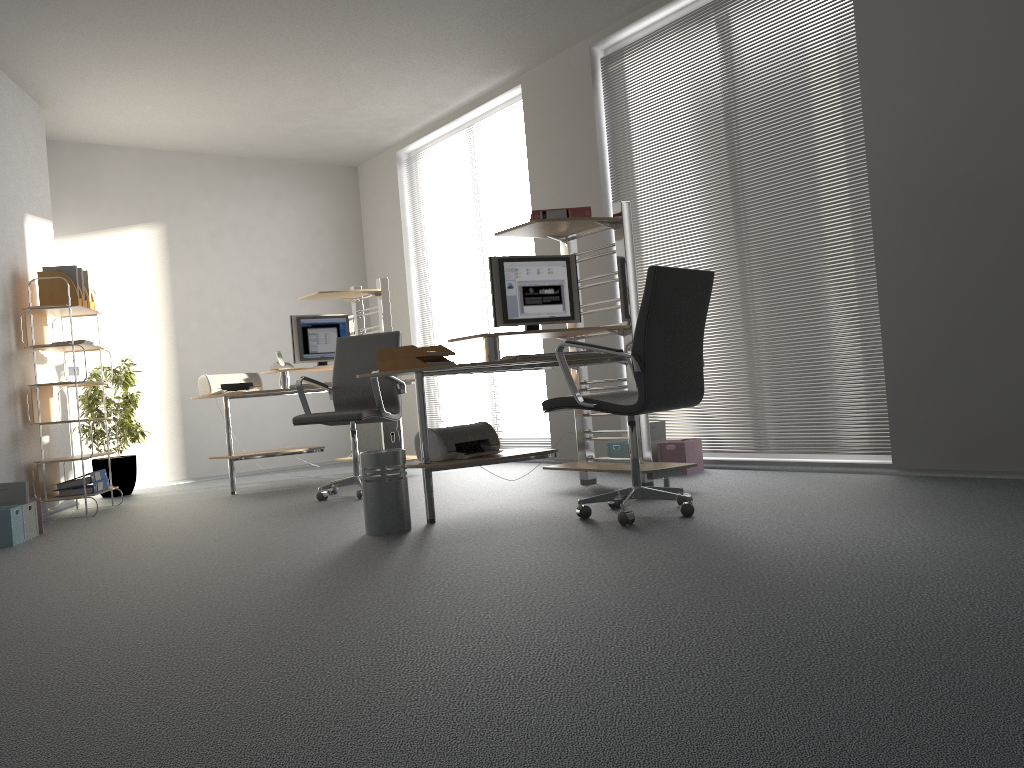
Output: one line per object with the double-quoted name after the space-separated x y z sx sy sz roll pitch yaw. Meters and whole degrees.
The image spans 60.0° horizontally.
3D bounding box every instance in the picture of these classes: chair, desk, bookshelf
-1.028 0.191 5.726 0.584 1.048 0.652 -5 0 20 "chair"
0.084 -0.165 4.465 1.469 1.566 0.967 -5 0 -36 "desk"
0.532 0.055 3.925 0.652 1.048 0.584 -5 0 40 "chair"
-2.987 0.098 6.032 0.381 1.572 0.724 -5 0 -9 "bookshelf"
-1.558 -0.020 6.722 1.469 1.566 0.967 -5 0 -36 "desk"

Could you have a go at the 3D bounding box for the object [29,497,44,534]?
-2.834 0.773 5.091 0.245 0.202 0.185 -5 0 -27 "object"

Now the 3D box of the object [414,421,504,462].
-0.212 0.279 4.399 0.351 0.162 0.438 -5 0 38 "object"

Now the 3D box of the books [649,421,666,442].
0.886 0.393 5.617 0.220 0.306 0.068 -5 0 -36 "books"

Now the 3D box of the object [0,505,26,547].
-2.740 0.764 4.690 0.245 0.202 0.185 -5 0 -9 "object"

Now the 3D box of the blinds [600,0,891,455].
1.311 -0.960 5.412 0.022 2.770 1.950 -5 0 -36 "blinds"

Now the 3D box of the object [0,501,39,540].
-2.770 0.767 4.873 0.245 0.202 0.185 -5 0 -9 "object"

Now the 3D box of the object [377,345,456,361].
-0.470 -0.156 4.365 0.309 0.060 0.225 -5 0 33 "object"

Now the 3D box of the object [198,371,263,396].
-2.071 -0.009 6.646 0.438 0.162 0.351 -5 0 -44 "object"

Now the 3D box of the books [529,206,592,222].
0.260 -0.910 4.906 0.320 0.072 0.262 -5 0 -4 "books"

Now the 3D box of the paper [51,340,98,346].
-3.019 -0.267 6.129 0.213 0.046 0.297 -5 0 -9 "paper"

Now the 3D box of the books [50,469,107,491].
-2.935 0.650 6.018 0.263 0.100 0.320 -5 0 -8 "books"

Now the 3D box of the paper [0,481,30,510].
-2.778 0.697 4.888 0.220 0.306 0.068 -5 0 -9 "paper"

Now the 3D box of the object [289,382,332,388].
-1.540 0.040 6.856 0.478 0.082 0.814 -5 0 -28 "object"

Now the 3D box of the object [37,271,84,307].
-3.038 -0.627 5.970 0.243 0.259 0.113 -5 0 -11 "object"

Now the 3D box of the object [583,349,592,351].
0.415 -0.175 4.818 0.054 0.064 0.159 -5 0 21 "object"

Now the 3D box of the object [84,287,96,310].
-3.072 -0.624 6.215 0.243 0.259 0.113 -5 0 -6 "object"

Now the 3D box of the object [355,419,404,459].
-1.053 0.372 6.968 0.199 0.422 0.471 -5 0 -36 "object"

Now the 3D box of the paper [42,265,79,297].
-3.045 -0.647 5.989 0.213 0.297 0.045 -5 0 -11 "paper"

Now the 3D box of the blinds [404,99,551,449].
-0.336 -0.815 7.674 0.037 2.749 1.950 -5 0 -36 "blinds"

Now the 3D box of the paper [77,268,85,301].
-3.065 -0.644 6.112 0.213 0.297 0.045 -5 0 -8 "paper"

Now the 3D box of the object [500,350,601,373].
0.062 -0.102 4.590 0.478 0.082 0.814 -5 0 -28 "object"

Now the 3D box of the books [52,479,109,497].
-2.921 0.704 6.019 0.262 0.072 0.320 -5 0 -8 "books"

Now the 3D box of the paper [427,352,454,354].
-0.468 -0.140 4.365 0.297 0.010 0.210 -5 0 33 "paper"

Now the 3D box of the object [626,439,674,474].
0.884 0.464 5.629 0.245 0.202 0.185 -5 0 -36 "object"

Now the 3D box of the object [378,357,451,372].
-0.465 -0.100 4.365 0.309 0.060 0.225 -5 0 33 "object"

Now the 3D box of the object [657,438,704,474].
1.038 0.451 5.463 0.185 0.202 0.245 -5 0 36 "object"

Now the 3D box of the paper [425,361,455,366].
-0.463 -0.088 4.365 0.297 0.019 0.210 -5 0 33 "paper"

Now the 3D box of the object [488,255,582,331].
0.116 -0.485 4.870 0.516 0.418 0.245 -5 0 -14 "object"

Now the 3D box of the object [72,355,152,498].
-3.203 0.337 7.159 0.544 1.147 0.644 -5 0 -7 "object"

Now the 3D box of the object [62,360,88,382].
-2.979 -0.085 6.027 0.077 0.161 0.192 -5 0 10 "object"

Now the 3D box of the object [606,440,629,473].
0.775 0.474 5.779 0.245 0.202 0.185 -5 0 -36 "object"

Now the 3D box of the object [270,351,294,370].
-1.787 -0.185 6.870 0.119 0.151 0.150 -5 0 40 "object"

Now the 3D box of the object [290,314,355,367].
-1.514 -0.342 7.107 0.516 0.418 0.245 -5 0 -21 "object"

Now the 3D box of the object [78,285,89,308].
-3.059 -0.625 6.092 0.243 0.259 0.113 -5 0 -8 "object"

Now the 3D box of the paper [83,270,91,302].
-3.078 -0.643 6.236 0.213 0.297 0.045 -5 0 -6 "paper"

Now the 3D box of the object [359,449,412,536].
-0.573 0.492 4.028 0.208 0.377 0.208 -5 0 7 "object"
